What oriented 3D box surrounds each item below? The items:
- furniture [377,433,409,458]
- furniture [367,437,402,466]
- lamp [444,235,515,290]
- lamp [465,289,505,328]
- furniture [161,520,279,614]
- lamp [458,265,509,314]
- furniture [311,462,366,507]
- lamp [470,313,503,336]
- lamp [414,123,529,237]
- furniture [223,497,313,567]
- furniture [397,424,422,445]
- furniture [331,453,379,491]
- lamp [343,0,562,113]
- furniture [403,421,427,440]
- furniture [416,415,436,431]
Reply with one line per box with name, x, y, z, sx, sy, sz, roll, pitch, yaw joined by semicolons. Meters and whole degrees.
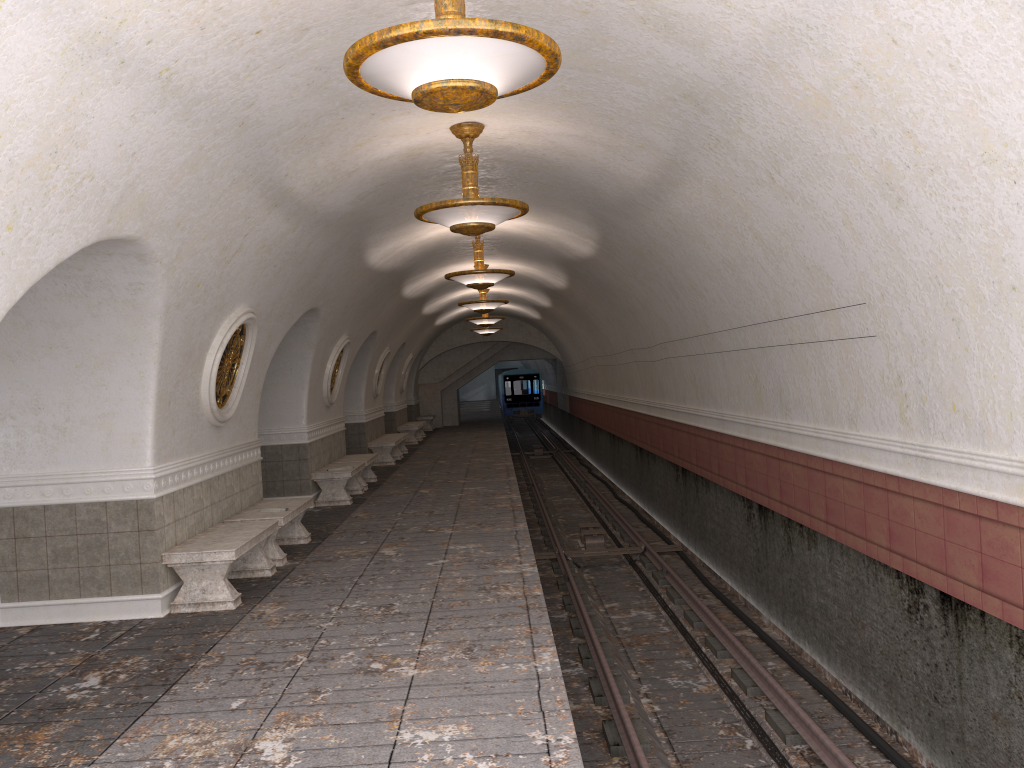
furniture;-2.894;1.514;21.781;0.613;0.508;1.509;-3;1;-1
furniture;-2.857;1.528;20.099;0.613;0.508;1.509;-3;1;-1
lamp;-0.474;-1.811;12.633;1.008;0.955;1.008;-3;1;-17
lamp;-0.684;-1.893;22.289;1.008;0.955;1.008;-3;1;15
furniture;-2.595;1.630;8.073;0.613;0.508;1.509;-3;1;-1
lamp;-0.579;-1.852;17.462;1.008;0.955;1.008;-3;1;15
furniture;-2.726;1.579;14.080;0.613;0.508;1.509;-3;1;-1
lamp;-0.790;-1.934;27.117;1.008;0.955;1.008;-3;1;45
lamp;-0.367;-1.769;7.772;1.008;0.955;1.008;-3;1;-17
furniture;-2.632;1.616;9.754;0.613;0.508;1.509;-3;1;-1
furniture;-2.988;1.478;26.060;0.613;0.508;1.509;-3;1;-1
furniture;-2.763;1.565;15.761;0.613;0.508;1.509;-3;1;-1
lamp;-0.288;-1.738;4.119;1.008;0.955;1.008;-3;1;45
furniture;-3.024;1.464;27.741;0.613;0.508;1.509;-3;1;-1
furniture;-3.125;1.424;32.361;0.613;0.508;1.509;-3;1;-1
